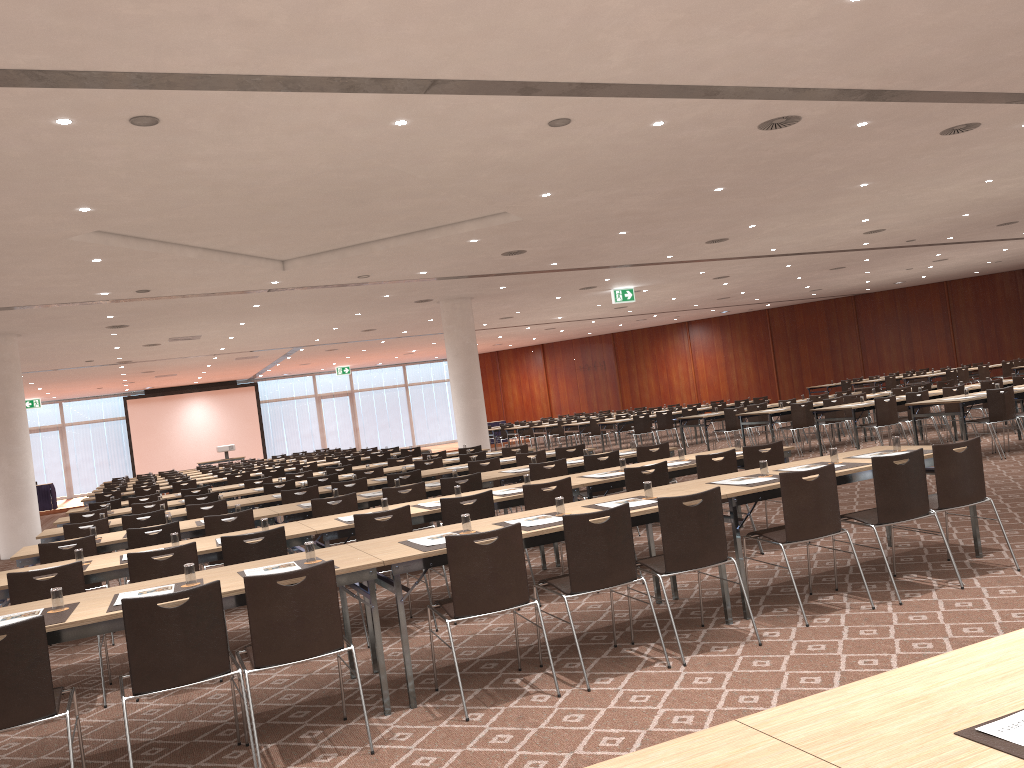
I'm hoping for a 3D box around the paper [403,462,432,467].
[{"bbox_3d":[-1.372,1.233,13.544,0.460,0.003,0.566,-7,-1,-24],"label":"paper"}]

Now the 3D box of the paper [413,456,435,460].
[{"bbox_3d":[-1.551,1.301,15.633,0.460,0.003,0.566,-7,-1,-19],"label":"paper"}]

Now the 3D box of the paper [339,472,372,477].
[{"bbox_3d":[-2.284,1.344,13.175,0.460,0.003,0.566,-7,-1,-24],"label":"paper"}]

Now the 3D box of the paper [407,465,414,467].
[{"bbox_3d":[-1.453,1.240,13.569,0.283,0.006,0.398,-7,-1,-22],"label":"paper"}]

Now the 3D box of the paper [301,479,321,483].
[{"bbox_3d":[-2.938,1.422,12.969,0.283,0.006,0.398,-7,-1,-19],"label":"paper"}]

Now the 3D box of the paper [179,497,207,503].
[{"bbox_3d":[-4.354,1.596,12.278,0.460,0.003,0.566,-7,-1,-26],"label":"paper"}]

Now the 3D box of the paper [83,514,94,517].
[{"bbox_3d":[-5.593,1.745,11.838,0.283,0.006,0.398,-7,-1,-21],"label":"paper"}]

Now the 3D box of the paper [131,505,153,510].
[{"bbox_3d":[-5.035,1.677,12.070,0.283,0.006,0.398,-7,-1,-23],"label":"paper"}]

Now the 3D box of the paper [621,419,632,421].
[{"bbox_3d":[2.755,0.857,21.291,0.460,0.003,0.566,-7,-1,-22],"label":"paper"}]

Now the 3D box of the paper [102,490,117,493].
[{"bbox_3d":[-8.504,2.273,18.721,0.283,0.006,0.398,-7,-1,-20],"label":"paper"}]

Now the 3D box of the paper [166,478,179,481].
[{"bbox_3d":[-7.993,2.260,21.056,0.460,0.003,0.566,-7,-1,-25],"label":"paper"}]

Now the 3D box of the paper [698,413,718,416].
[{"bbox_3d":[4.011,0.620,18.071,0.283,0.006,0.398,-7,-1,-24],"label":"paper"}]

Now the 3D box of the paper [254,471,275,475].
[{"bbox_3d":[-4.996,1.802,17.997,0.460,0.003,0.566,-7,-1,-24],"label":"paper"}]

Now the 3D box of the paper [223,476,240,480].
[{"bbox_3d":[-5.550,1.869,17.737,0.460,0.003,0.566,-7,-1,-22],"label":"paper"}]

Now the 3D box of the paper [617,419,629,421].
[{"bbox_3d":[2.680,0.863,21.314,0.283,0.006,0.398,-7,-1,-22],"label":"paper"}]

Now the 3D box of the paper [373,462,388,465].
[{"bbox_3d":[-2.243,1.383,15.429,0.283,0.006,0.398,-7,-1,-23],"label":"paper"}]

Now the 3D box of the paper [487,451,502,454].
[{"bbox_3d":[-0.243,1.093,14.110,0.283,0.006,0.398,-7,-1,-21],"label":"paper"}]

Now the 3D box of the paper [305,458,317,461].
[{"bbox_3d":[-5.046,1.900,22.307,0.460,0.003,0.566,-7,-1,-25],"label":"paper"}]

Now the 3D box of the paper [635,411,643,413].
[{"bbox_3d":[3.800,0.820,26.161,0.283,0.006,0.398,-7,-1,-25],"label":"paper"}]

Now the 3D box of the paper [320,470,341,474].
[{"bbox_3d":[-3.017,1.479,15.014,0.460,0.003,0.566,-7,-1,-22],"label":"paper"}]

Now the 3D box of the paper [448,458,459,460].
[{"bbox_3d":[-0.865,1.169,13.841,0.283,0.006,0.398,-7,-1,-23],"label":"paper"}]

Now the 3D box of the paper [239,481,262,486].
[{"bbox_3d":[-4.229,1.627,14.506,0.460,0.003,0.566,-7,-1,-19],"label":"paper"}]

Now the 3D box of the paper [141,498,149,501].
[{"bbox_3d":[-5.764,1.812,13.914,0.283,0.006,0.398,-7,-1,-22],"label":"paper"}]

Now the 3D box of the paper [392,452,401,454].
[{"bbox_3d":[-2.394,1.482,19.145,0.283,0.006,0.398,-7,-1,-23],"label":"paper"}]

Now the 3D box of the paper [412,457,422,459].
[{"bbox_3d":[-1.655,1.311,15.691,0.283,0.006,0.398,-7,-1,-20],"label":"paper"}]

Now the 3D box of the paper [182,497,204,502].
[{"bbox_3d":[-4.427,1.603,12.326,0.283,0.006,0.398,-7,-1,-23],"label":"paper"}]

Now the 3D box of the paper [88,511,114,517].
[{"bbox_3d":[-5.549,1.743,11.799,0.460,0.003,0.566,-7,-1,-24],"label":"paper"}]

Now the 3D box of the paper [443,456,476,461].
[{"bbox_3d":[-0.774,1.160,13.830,0.460,0.003,0.566,-7,-1,-24],"label":"paper"}]

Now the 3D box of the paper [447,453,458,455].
[{"bbox_3d":[-0.989,1.233,15.904,0.460,0.003,0.566,-7,-1,-22],"label":"paper"}]

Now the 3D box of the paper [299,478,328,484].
[{"bbox_3d":[-2.856,1.413,12.908,0.460,0.003,0.566,-7,-1,-21],"label":"paper"}]

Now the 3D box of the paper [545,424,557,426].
[{"bbox_3d":[1.222,1.136,24.968,0.460,0.003,0.566,-7,-1,-21],"label":"paper"}]

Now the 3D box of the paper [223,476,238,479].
[{"bbox_3d":[-5.645,1.879,17.800,0.283,0.006,0.398,-7,-1,-23],"label":"paper"}]

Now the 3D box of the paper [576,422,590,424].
[{"bbox_3d":[1.967,0.999,23.107,0.460,0.003,0.566,-7,-1,-25],"label":"paper"}]

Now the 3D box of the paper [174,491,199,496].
[{"bbox_3d":[-5.123,1.736,14.125,0.460,0.003,0.566,-7,-1,-25],"label":"paper"}]

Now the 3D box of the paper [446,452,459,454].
[{"bbox_3d":[-1.037,1.235,15.922,0.283,0.006,0.398,-7,-1,-25],"label":"paper"}]

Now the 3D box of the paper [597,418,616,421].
[{"bbox_3d":[2.567,0.926,23.371,0.460,0.003,0.566,-7,-1,-25],"label":"paper"}]

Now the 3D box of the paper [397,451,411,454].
[{"bbox_3d":[-2.313,1.475,19.127,0.460,0.003,0.566,-7,-1,-26],"label":"paper"}]

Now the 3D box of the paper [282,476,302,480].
[{"bbox_3d":[-3.630,1.555,14.779,0.460,0.003,0.566,-7,-1,-24],"label":"paper"}]

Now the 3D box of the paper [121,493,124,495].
[{"bbox_3d":[-7.624,2.122,16.847,0.460,0.003,0.566,-7,-1,-23],"label":"paper"}]

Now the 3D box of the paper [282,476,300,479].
[{"bbox_3d":[-3.714,1.562,14.810,0.283,0.006,0.398,-7,-1,-24],"label":"paper"}]

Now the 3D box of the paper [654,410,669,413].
[{"bbox_3d":[4.071,0.742,24.001,0.460,0.003,0.566,-7,-1,-22],"label":"paper"}]

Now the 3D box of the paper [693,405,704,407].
[{"bbox_3d":[5.151,0.608,24.543,0.283,0.006,0.398,-7,-1,-23],"label":"paper"}]

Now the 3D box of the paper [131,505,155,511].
[{"bbox_3d":[-4.930,1.667,12.047,0.460,0.003,0.566,-7,-1,-24],"label":"paper"}]

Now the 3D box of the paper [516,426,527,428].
[{"bbox_3d":[0.428,1.278,26.784,0.460,0.003,0.566,-7,-1,-25],"label":"paper"}]

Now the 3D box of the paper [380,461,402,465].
[{"bbox_3d":[-2.146,1.373,15.402,0.460,0.003,0.566,-7,-1,-22],"label":"paper"}]

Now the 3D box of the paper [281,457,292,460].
[{"bbox_3d":[-6.562,2.177,25.985,0.460,0.003,0.566,-7,-1,-24],"label":"paper"}]

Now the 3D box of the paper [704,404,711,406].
[{"bbox_3d":[5.254,0.598,24.514,0.460,0.003,0.566,-7,-1,-20],"label":"paper"}]

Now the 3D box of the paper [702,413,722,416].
[{"bbox_3d":[4.093,0.613,18.061,0.460,0.003,0.566,-7,-1,-21],"label":"paper"}]

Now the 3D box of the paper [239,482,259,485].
[{"bbox_3d":[-4.305,1.634,14.543,0.283,0.006,0.398,-7,-1,-23],"label":"paper"}]

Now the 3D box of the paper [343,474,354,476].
[{"bbox_3d":[-2.355,1.350,13.201,0.283,0.006,0.398,-7,-1,-24],"label":"paper"}]

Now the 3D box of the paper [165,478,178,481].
[{"bbox_3d":[-8.092,2.270,21.097,0.283,0.006,0.398,-7,-1,-20],"label":"paper"}]

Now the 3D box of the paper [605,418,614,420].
[{"bbox_3d":[2.507,0.931,23.423,0.283,0.006,0.398,-7,-1,-26],"label":"paper"}]

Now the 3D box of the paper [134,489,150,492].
[{"bbox_3d":[-7.142,2.061,17.123,0.283,0.006,0.398,-7,-1,-23],"label":"paper"}]

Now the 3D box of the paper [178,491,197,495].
[{"bbox_3d":[-5.180,1.741,14.169,0.283,0.006,0.398,-7,-1,-23],"label":"paper"}]

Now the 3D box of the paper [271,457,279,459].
[{"bbox_3d":[-7.391,2.322,27.873,0.283,0.006,0.398,-7,-1,-25],"label":"paper"}]

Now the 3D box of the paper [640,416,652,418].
[{"bbox_3d":[3.358,0.783,21.545,0.460,0.003,0.566,-7,-1,-25],"label":"paper"}]

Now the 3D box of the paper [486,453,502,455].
[{"bbox_3d":[-0.200,1.089,14.029,0.460,0.003,0.566,-7,-1,-22],"label":"paper"}]

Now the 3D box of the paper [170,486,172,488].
[{"bbox_3d":[-6.455,1.980,17.360,0.460,0.003,0.566,-7,-1,-22],"label":"paper"}]
